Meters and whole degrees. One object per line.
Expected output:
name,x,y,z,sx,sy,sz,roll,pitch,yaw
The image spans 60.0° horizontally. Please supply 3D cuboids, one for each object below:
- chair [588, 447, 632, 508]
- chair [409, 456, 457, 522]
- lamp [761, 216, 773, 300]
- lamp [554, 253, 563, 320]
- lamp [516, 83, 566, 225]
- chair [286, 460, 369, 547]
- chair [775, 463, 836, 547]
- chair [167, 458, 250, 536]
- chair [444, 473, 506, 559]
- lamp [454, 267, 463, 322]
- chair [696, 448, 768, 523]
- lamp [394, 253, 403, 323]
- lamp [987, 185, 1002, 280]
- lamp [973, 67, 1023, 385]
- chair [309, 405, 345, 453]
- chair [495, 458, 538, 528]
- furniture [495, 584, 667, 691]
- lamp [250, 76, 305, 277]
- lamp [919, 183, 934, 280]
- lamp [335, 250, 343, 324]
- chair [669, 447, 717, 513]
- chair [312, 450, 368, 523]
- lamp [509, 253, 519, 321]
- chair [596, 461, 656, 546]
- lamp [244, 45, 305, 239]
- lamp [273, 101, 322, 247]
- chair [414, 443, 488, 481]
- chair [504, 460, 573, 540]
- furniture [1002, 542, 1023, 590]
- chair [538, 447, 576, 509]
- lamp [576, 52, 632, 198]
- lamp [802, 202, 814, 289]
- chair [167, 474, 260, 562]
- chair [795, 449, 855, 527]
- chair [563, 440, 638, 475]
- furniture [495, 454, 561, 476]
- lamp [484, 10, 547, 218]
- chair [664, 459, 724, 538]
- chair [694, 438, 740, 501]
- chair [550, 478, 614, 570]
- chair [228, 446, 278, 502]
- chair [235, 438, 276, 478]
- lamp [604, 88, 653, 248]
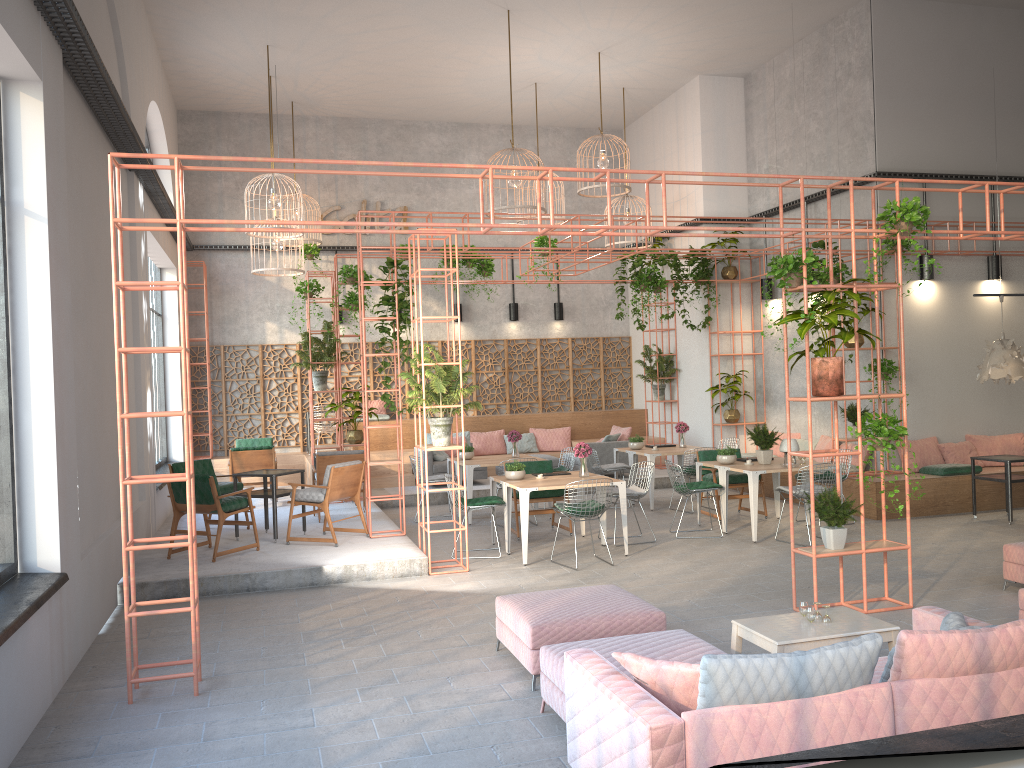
chair,1.500,1.414,13.701,0.717,0.941,0.565,-2,0,1
chair,-1.132,1.509,12.963,0.717,0.941,0.565,-2,0,1
lamp,4.353,-2.167,15.217,0.185,1.425,0.179,-2,0,-16
lamp,0.960,-2.054,18.566,0.179,1.436,0.185,-2,0,-16
lamp,0.461,-4.631,15.909,0.883,3.476,0.883,-2,0,37
chair,-2.144,1.373,10.342,0.685,0.914,0.722,-2,0,24
chair,3.428,1.358,10.275,0.565,0.941,0.717,-2,0,-19
chair,-3.841,1.427,11.214,0.685,0.917,0.722,-2,0,24
chair,-0.412,1.493,10.215,0.717,0.941,0.565,-2,0,1
lamp,-1.126,-1.979,17.981,0.185,1.436,0.185,-2,0,25
chair,2.984,1.372,12.150,0.722,0.917,0.685,-2,0,-16
lamp,-2.305,-1.936,17.650,0.185,1.436,0.185,-2,0,25
lamp,7.129,-2.257,13.125,0.179,1.425,0.185,-2,0,-16
lamp,7.923,-2.062,11.764,4.456,4.052,0.704,-2,0,-16
chair,-3.112,0.825,15.026,0.565,0.941,0.717,-2,0,-7
chair,0.035,1.470,12.256,0.565,0.941,0.717,-2,0,-19
furniture,0.460,1.725,6.233,0.976,0.446,0.941,-2,0,-16
lamp,-4.038,-3.618,15.089,0.883,3.476,0.883,-2,0,37
lamp,5.967,-2.215,12.799,0.179,1.425,0.185,-2,0,-16
lamp,-3.426,-1.896,17.336,0.185,1.436,0.185,-2,0,25
chair,2.667,1.375,12.994,0.565,0.941,0.717,-2,0,-19
chair,-2.351,1.366,12.151,0.722,0.929,0.685,-2,0,-16
lamp,0.018,-2.020,18.301,0.185,1.436,0.185,-2,0,25
chair,1.373,1.428,10.723,0.717,0.941,0.565,-2,0,-14
lamp,-3.730,-4.059,13.743,0.883,3.476,0.883,-2,0,37
lamp,-4.036,-4.343,16.470,0.883,3.476,0.883,-2,0,37
chair,-1.099,1.389,15.715,1.127,0.586,1.056,-2,0,-16
chair,0.310,1.468,11.383,0.722,0.917,0.685,-2,0,-16
furniture,4.886,1.566,7.474,0.976,0.446,0.941,-2,0,-16
chair,0.653,1.444,13.472,0.717,0.941,0.565,-2,0,-14
lamp,1.454,-4.879,14.531,0.883,3.476,0.883,-2,0,37
lamp,4.679,-2.174,14.053,0.185,1.425,0.179,-2,0,-16
chair,-3.288,1.415,9.706,0.722,0.914,0.685,-2,0,24
chair,4.047,1.332,11.491,0.717,0.941,0.565,-2,0,-14
chair,1.590,1.337,16.046,1.052,0.672,1.127,-2,0,-16
furniture,0.279,1.497,15.790,0.975,0.446,0.941,-2,0,-16
lamp,-0.002,-4.186,12.758,0.883,3.476,0.883,-2,0,37
chair,2.262,1.396,10.983,0.717,0.941,0.565,-2,0,1
chair,3.285,1.350,14.210,0.717,0.941,0.565,-2,0,-14
chair,0.754,1.454,9.507,0.565,0.941,0.717,-2,0,-19
chair,-3.985,1.418,13.664,0.722,0.929,0.685,-2,0,-16
chair,-4.514,1.431,15.554,0.722,0.929,0.685,-2,0,-16
lamp,2.098,-4.272,16.342,0.883,3.476,0.883,-2,0,37
